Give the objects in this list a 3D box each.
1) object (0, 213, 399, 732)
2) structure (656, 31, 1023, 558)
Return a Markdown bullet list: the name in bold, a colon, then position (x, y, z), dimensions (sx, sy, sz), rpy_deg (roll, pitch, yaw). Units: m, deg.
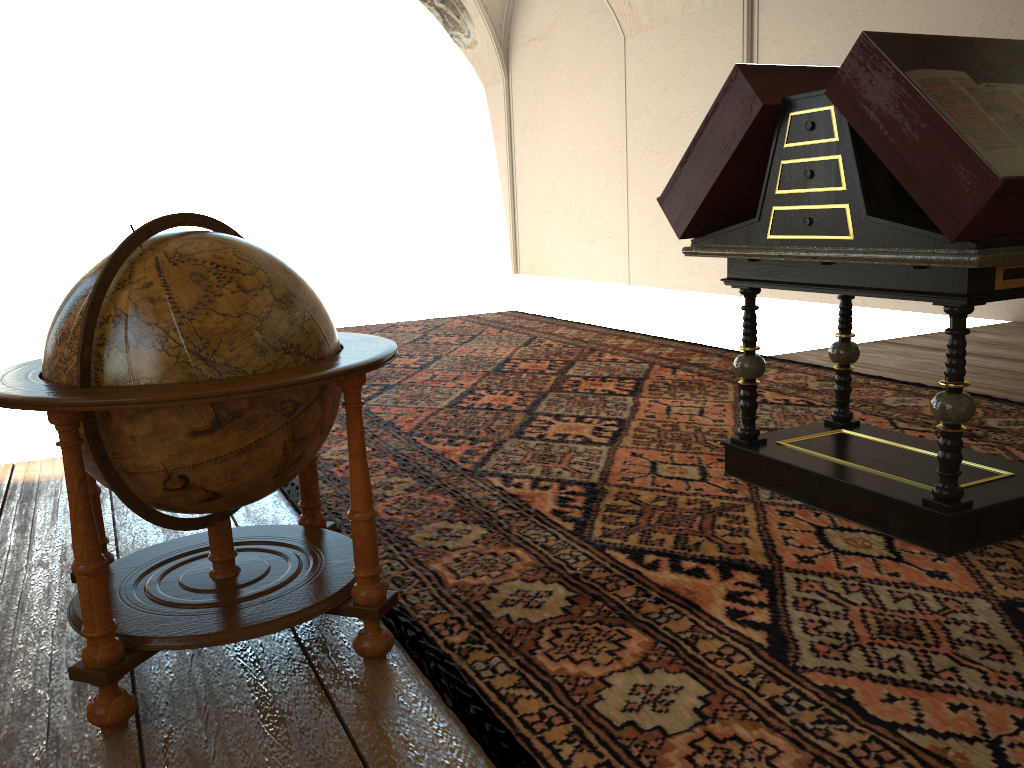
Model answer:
- **object**: position (-1.003, 0.174, 2.928), dimensions (1.279, 1.454, 1.274), rpy_deg (0, 12, 12)
- **structure**: position (1.711, -0.423, 3.948), dimensions (1.244, 1.989, 1.886), rpy_deg (-8, 13, -25)
